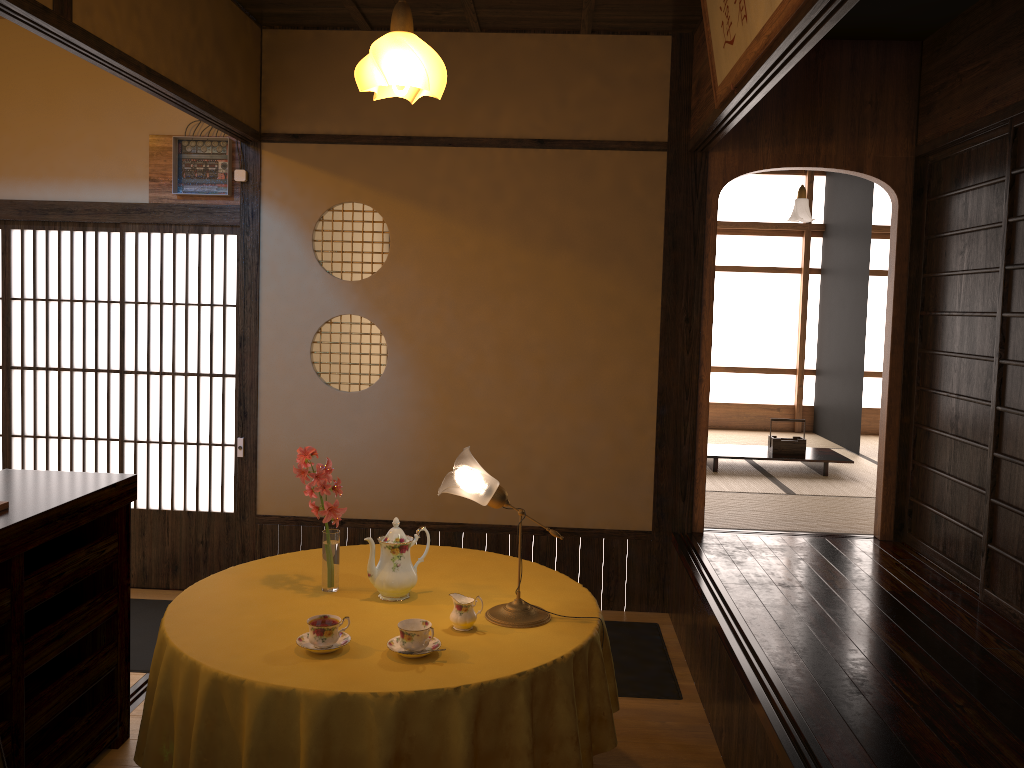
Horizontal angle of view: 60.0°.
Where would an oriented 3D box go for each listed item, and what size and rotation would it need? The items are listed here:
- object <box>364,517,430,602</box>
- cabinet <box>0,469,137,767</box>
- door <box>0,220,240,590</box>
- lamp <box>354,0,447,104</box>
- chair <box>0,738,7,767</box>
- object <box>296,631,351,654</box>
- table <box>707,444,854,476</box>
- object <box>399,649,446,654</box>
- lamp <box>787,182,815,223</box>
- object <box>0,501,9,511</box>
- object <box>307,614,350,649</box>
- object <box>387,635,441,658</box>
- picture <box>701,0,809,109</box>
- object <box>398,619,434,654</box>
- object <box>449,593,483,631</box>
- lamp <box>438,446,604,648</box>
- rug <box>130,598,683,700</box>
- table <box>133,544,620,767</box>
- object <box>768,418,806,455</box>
[{"bbox_3d":[-0.360,0.542,2.785,0.163,0.252,0.154,3,4,16],"label":"object"},{"bbox_3d":[-1.663,0.895,2.149,0.489,0.969,2.190,2,5,3],"label":"cabinet"},{"bbox_3d":[-2.801,0.099,4.908,2.648,1.997,0.066,2,3,3],"label":"door"},{"bbox_3d":[-0.324,-1.270,2.648,0.249,0.809,0.277,3,4,24],"label":"lamp"},{"bbox_3d":[-0.829,0.959,1.807,0.577,0.958,0.492,-1,5,-32],"label":"chair"},{"bbox_3d":[-0.501,0.691,2.357,0.144,0.024,0.144,-2,6,-37],"label":"object"},{"bbox_3d":[1.913,0.576,6.804,1.200,0.118,0.601,2,5,3],"label":"table"},{"bbox_3d":[-0.234,0.695,2.300,0.126,0.019,0.029,2,5,6],"label":"object"},{"bbox_3d":[2.193,-1.623,6.672,0.196,0.797,0.225,2,4,10],"label":"lamp"},{"bbox_3d":[-1.656,0.399,2.150,0.267,0.020,0.999,2,5,3],"label":"object"},{"bbox_3d":[-0.496,0.659,2.353,0.099,0.076,0.090,4,5,27],"label":"object"},{"bbox_3d":[-0.259,0.699,2.346,0.144,0.024,0.144,-2,6,-37],"label":"object"},{"bbox_3d":[0.771,-1.348,2.690,0.117,0.564,2.048,2,5,3],"label":"picture"},{"bbox_3d":[-0.257,0.667,2.340,0.090,0.076,0.099,1,5,-13],"label":"object"},{"bbox_3d":[-0.136,0.649,2.536,0.083,0.098,0.078,0,5,-28],"label":"object"},{"bbox_3d":[0.020,0.786,2.649,0.512,1.201,0.198,2,3,3],"label":"lamp"},{"bbox_3d":[-0.738,1.225,4.207,2.955,0.005,0.903,2,5,3],"label":"rug"},{"bbox_3d":[-0.392,1.017,2.765,1.444,0.694,1.446,2,5,3],"label":"table"},{"bbox_3d":[2.107,0.395,6.784,0.260,0.258,0.150,2,4,3],"label":"object"}]
